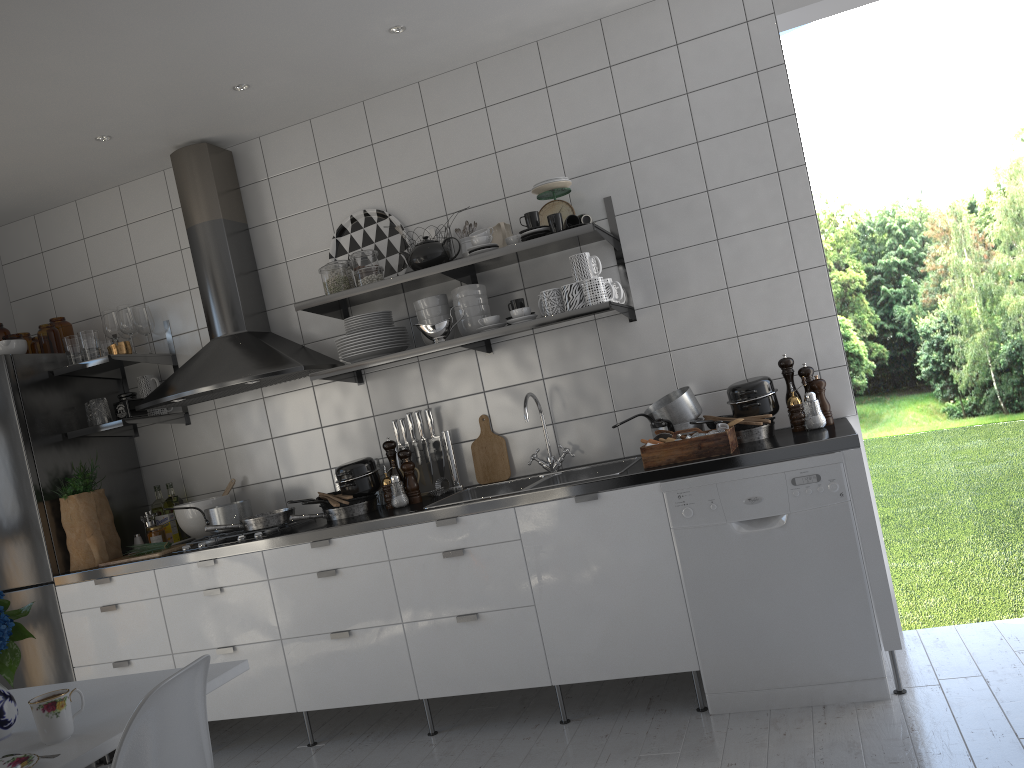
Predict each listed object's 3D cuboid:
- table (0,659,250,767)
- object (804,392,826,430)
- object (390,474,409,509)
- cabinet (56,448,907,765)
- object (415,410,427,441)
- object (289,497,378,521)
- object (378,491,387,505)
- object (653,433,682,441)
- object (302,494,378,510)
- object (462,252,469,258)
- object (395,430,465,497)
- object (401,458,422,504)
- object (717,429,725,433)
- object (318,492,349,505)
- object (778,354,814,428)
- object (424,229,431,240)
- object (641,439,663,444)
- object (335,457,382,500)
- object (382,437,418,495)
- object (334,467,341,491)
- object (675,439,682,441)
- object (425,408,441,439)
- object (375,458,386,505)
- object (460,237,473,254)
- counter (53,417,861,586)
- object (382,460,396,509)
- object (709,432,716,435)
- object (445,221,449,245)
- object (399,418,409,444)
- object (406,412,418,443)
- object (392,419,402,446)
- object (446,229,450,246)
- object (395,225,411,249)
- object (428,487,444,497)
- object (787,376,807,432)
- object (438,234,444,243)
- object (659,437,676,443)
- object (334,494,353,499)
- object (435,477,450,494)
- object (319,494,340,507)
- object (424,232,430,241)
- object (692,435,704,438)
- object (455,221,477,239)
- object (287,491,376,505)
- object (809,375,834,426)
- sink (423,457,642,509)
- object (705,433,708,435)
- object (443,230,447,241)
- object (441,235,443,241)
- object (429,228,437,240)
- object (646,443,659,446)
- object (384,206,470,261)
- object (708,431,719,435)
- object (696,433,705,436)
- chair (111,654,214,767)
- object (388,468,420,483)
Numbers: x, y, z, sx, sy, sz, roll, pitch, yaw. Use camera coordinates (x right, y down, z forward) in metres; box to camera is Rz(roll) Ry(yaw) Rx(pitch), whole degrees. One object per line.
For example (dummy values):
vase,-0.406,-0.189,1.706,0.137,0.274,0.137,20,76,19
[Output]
table,-1.246,1.133,1.481,0.816,0.660,1.821,-12,-1,18
object,1.073,0.094,3.161,0.069,0.135,0.069,-12,1,-2
object,-0.457,0.427,3.543,0.069,0.135,0.069,-12,1,-2
cabinet,-0.249,0.902,3.557,3.245,0.796,0.661,-12,0,18
object,-0.394,0.179,3.833,0.033,0.132,0.022,-12,1,22
object,-0.727,0.525,3.672,0.351,0.061,0.232,-12,-1,-3
object,-0.548,0.486,3.829,0.066,0.067,0.053,-12,0,-21
object,0.555,0.221,3.170,0.118,0.099,0.084,-12,0,12
object,-0.721,0.487,3.645,0.346,0.082,0.244,-11,-1,-31
object,-0.153,-0.499,3.509,0.079,0.048,0.082,-12,-1,-7
object,-0.378,0.355,3.843,0.322,0.261,0.066,-12,1,18
object,-0.410,0.393,3.596,0.058,0.184,0.059,-13,1,-44
object,0.714,0.186,3.023,0.039,0.063,0.070,-12,0,-24
object,-0.726,0.461,3.586,0.059,0.061,0.335,-12,-1,-24
object,1.071,0.022,3.291,0.124,0.283,0.060,-12,1,23
object,-0.344,-0.551,3.759,0.029,0.232,0.063,-12,1,6
object,0.542,0.224,3.069,0.218,0.093,0.030,-13,0,44
object,-0.637,0.391,3.671,0.190,0.159,0.198,-12,0,-21
object,-0.459,0.355,3.673,0.124,0.283,0.060,-12,1,23
object,-0.720,0.456,3.912,0.101,0.201,0.080,-12,1,8
object,0.573,0.209,3.034,0.050,0.043,0.050,-12,0,-23
object,-0.341,0.168,3.815,0.046,0.132,0.022,-12,1,22
object,-0.606,0.432,3.924,0.101,0.201,0.080,-12,1,38
object,-0.163,-0.536,3.634,0.084,0.130,0.084,-12,0,-4
counter,-0.333,0.492,3.555,3.246,0.045,0.649,-12,-1,18
object,-0.492,0.406,3.601,0.081,0.192,0.058,-12,1,7
object,0.689,0.191,2.986,0.070,0.060,0.043,-12,0,35
object,-0.280,-0.563,3.696,0.085,0.227,0.027,-12,1,1
object,-0.468,0.205,3.859,0.028,0.114,0.019,-12,1,13
object,-0.433,0.188,3.846,0.033,0.132,0.022,-12,1,22
object,-0.501,0.212,3.870,0.028,0.114,0.019,-12,1,13
object,-0.272,-0.545,3.674,0.062,0.190,0.023,-12,1,0
object,-0.413,-0.545,3.667,0.113,0.250,0.021,-12,1,23
object,-0.316,0.453,3.718,0.072,0.031,0.070,-12,-1,18
object,1.039,0.073,3.219,0.081,0.192,0.058,-12,1,7
object,-0.295,-0.538,3.690,0.023,0.187,0.081,-11,1,27
object,0.603,0.214,3.046,0.221,0.084,0.030,-13,0,43
object,-0.699,0.467,3.615,0.065,0.021,0.337,-12,-1,-19
object,-0.294,0.431,3.779,0.070,0.068,0.029,-12,1,23
object,-0.739,0.470,3.581,0.064,0.044,0.335,-12,-1,-16
object,-0.342,-0.545,3.738,0.028,0.220,0.100,-12,1,-11
object,0.636,0.191,3.009,0.055,0.030,0.053,-12,-1,13
object,-0.175,-0.577,3.646,0.105,0.203,0.077,-12,1,16
object,-0.712,0.471,3.640,0.247,0.080,0.355,-12,-1,26
object,1.120,0.060,3.213,0.058,0.184,0.059,-13,1,-44
sink,0.100,0.427,3.386,0.767,0.112,0.486,-12,-1,18
object,0.692,0.187,3.019,0.053,0.050,0.069,-12,0,-20
object,-0.289,-0.538,3.656,0.090,0.181,0.023,-12,1,-9
object,-0.311,-0.536,3.706,0.029,0.187,0.153,-11,0,31
object,-0.315,-0.555,3.743,0.025,0.227,0.086,-12,1,-13
object,0.487,0.225,3.066,0.049,0.048,0.048,-12,0,29
object,-0.333,-0.576,3.687,0.378,0.279,0.198,-12,0,0
object,0.687,0.189,2.991,0.042,0.062,0.069,-12,0,-41
object,0.654,0.195,3.051,0.055,0.052,0.034,-12,0,4
chair,-0.771,0.966,1.678,0.543,0.801,0.464,-12,0,7
object,-0.462,0.428,3.776,0.115,0.144,0.128,-12,0,-33
